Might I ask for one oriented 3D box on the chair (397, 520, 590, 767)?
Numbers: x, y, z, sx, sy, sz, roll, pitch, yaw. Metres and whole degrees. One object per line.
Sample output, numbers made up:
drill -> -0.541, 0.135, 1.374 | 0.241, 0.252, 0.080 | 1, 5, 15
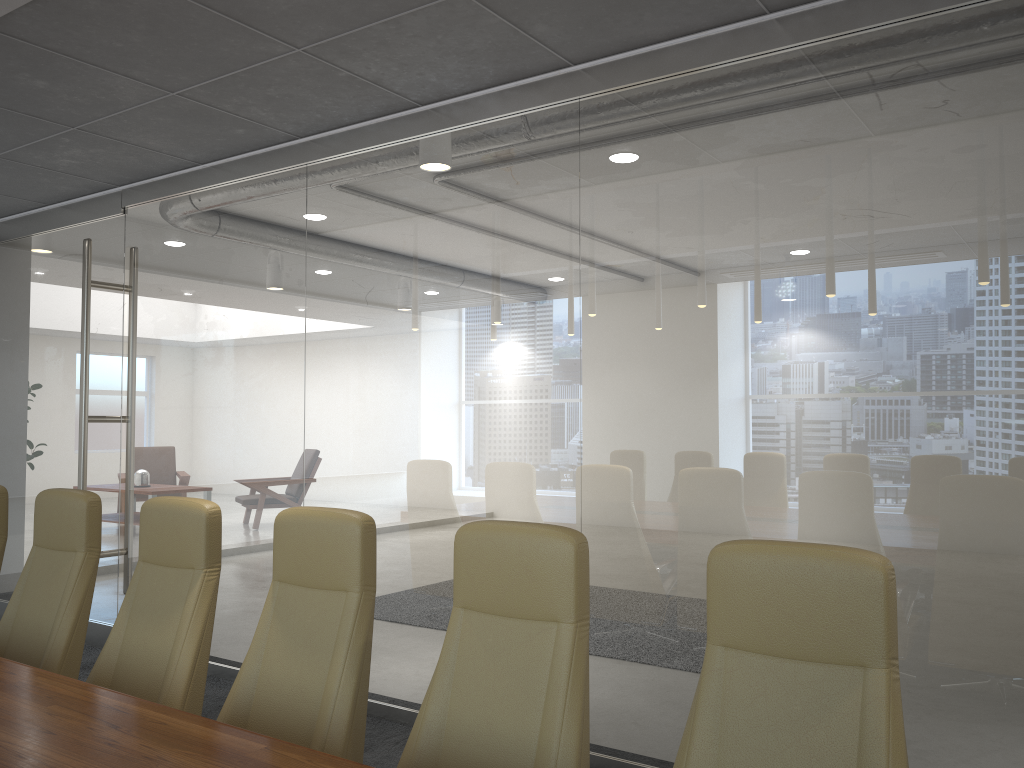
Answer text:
chair -> -0.225, 1.083, 2.167 | 0.711, 1.406, 0.955 | -2, -3, 34

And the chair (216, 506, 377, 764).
chair -> -0.884, 1.105, 2.619 | 0.711, 1.406, 0.955 | -2, -3, 34

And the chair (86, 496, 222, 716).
chair -> -1.540, 1.126, 3.068 | 0.711, 1.406, 0.955 | -2, -3, 34

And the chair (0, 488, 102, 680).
chair -> -2.207, 1.148, 3.526 | 0.711, 1.406, 0.955 | -2, -3, 34

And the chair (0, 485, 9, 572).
chair -> -2.866, 1.170, 3.978 | 0.711, 1.406, 0.955 | -2, -3, 34

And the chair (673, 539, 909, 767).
chair -> 0.431, 1.062, 1.717 | 0.711, 1.406, 0.955 | -2, -3, 34

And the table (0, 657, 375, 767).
table -> -1.619, 1.310, 1.527 | 6.500, 0.895, 2.300 | -2, -3, 34
